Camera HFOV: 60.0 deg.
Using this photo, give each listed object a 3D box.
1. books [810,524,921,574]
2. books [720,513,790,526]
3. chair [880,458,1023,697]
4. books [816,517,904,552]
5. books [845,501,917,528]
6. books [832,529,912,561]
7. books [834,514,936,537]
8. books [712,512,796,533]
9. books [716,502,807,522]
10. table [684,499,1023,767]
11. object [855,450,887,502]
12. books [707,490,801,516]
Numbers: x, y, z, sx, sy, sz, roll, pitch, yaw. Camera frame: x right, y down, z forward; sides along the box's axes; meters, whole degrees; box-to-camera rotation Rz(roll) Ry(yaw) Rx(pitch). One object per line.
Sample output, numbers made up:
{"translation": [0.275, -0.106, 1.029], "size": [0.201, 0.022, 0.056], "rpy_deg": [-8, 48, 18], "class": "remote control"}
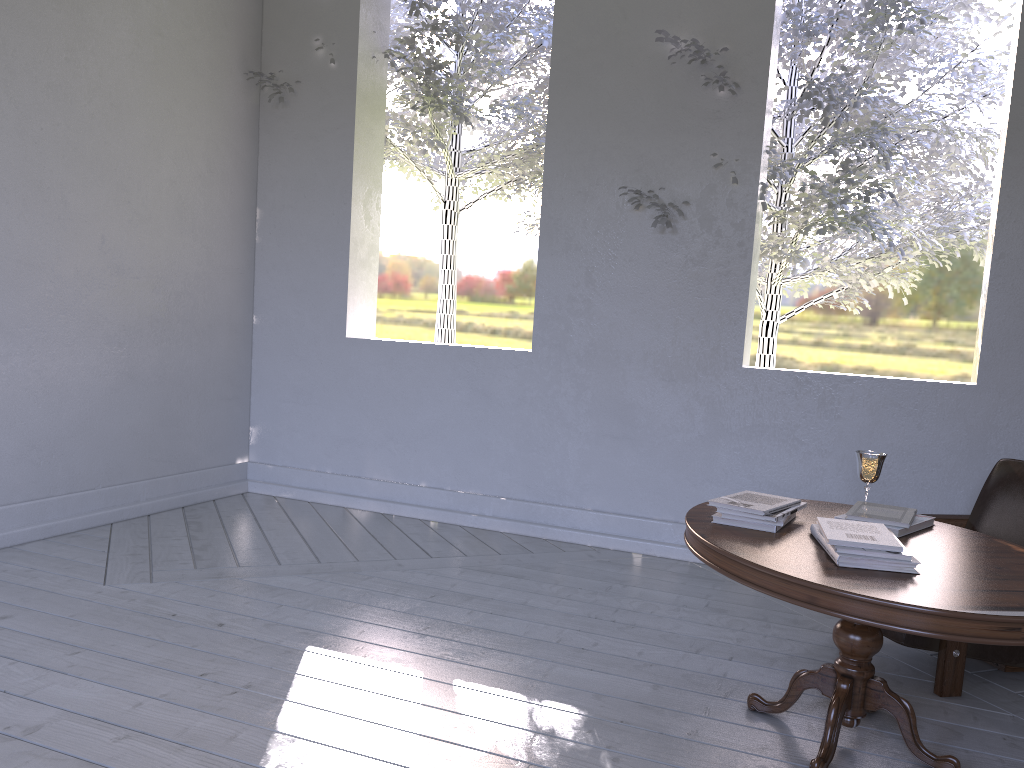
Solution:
{"translation": [0.698, 0.326, 1.774], "size": [0.148, 0.021, 0.279], "rpy_deg": [4, 4, 8], "class": "books"}
{"translation": [0.563, 0.291, 2.025], "size": [0.135, 0.010, 0.214], "rpy_deg": [5, 4, 23], "class": "books"}
{"translation": [1.258, 0.491, 2.405], "size": [0.704, 0.556, 0.494], "rpy_deg": [3, 5, -13], "class": "chair"}
{"translation": [0.689, 0.298, 1.768], "size": [0.135, 0.010, 0.214], "rpy_deg": [5, 4, 13], "class": "books"}
{"translation": [0.865, 0.303, 2.069], "size": [0.135, 0.011, 0.215], "rpy_deg": [6, 4, 28], "class": "books"}
{"translation": [0.700, 0.310, 1.763], "size": [0.134, 0.010, 0.240], "rpy_deg": [5, 4, 13], "class": "books"}
{"translation": [0.870, 0.319, 2.064], "size": [0.146, 0.018, 0.231], "rpy_deg": [7, 5, 43], "class": "books"}
{"translation": [0.558, 0.303, 2.035], "size": [0.141, 0.015, 0.222], "rpy_deg": [6, 4, 28], "class": "books"}
{"translation": [0.574, 0.281, 2.027], "size": [0.134, 0.010, 0.241], "rpy_deg": [6, 5, 33], "class": "books"}
{"translation": [0.738, 0.549, 1.896], "size": [0.737, 0.433, 0.947], "rpy_deg": [3, 4, -8], "class": "table"}
{"translation": [0.896, 0.246, 2.230], "size": [0.076, 0.149, 0.076], "rpy_deg": [5, 6, 18], "class": "object"}
{"translation": [0.555, 0.270, 2.023], "size": [0.135, 0.011, 0.217], "rpy_deg": [7, 5, 38], "class": "books"}
